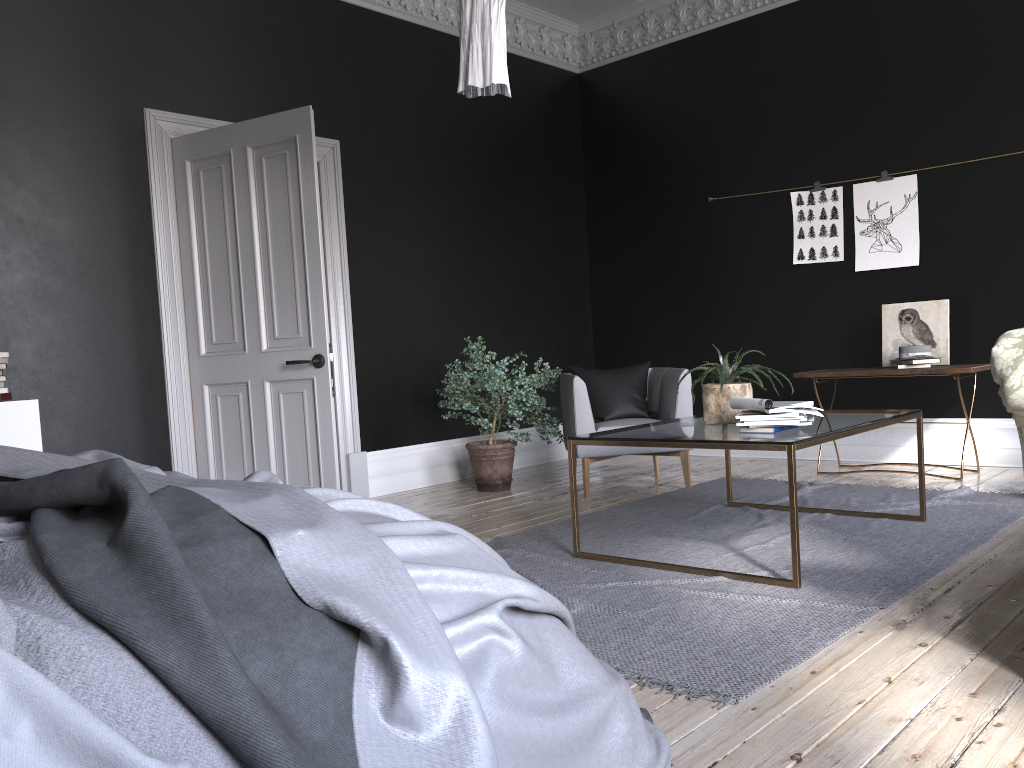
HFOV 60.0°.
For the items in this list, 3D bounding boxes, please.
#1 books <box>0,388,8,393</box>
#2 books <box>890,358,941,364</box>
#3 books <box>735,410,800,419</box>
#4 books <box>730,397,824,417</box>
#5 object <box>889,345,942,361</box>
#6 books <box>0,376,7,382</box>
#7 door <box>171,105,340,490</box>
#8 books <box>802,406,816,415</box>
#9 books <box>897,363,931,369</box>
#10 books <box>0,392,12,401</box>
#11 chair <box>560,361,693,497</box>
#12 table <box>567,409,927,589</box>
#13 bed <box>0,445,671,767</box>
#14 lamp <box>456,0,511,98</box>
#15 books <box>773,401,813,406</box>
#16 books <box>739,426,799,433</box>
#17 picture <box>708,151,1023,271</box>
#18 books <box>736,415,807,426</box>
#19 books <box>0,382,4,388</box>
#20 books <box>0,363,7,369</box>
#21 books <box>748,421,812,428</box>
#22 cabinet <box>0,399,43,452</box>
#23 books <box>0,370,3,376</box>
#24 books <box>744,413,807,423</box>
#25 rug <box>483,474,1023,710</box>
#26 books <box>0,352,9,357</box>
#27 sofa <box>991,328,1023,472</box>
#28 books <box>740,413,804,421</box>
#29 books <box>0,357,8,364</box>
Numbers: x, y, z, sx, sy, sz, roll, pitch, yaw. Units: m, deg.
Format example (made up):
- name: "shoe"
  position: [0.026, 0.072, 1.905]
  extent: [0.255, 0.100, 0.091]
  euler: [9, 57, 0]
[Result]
- name: "books"
  position: [-2.602, 0.040, 4.307]
  extent: [0.228, 0.025, 0.319]
  euler: [-5, 2, -37]
- name: "books"
  position: [2.667, -0.151, 5.877]
  extent: [0.193, 0.030, 0.289]
  euler: [-4, 2, -6]
- name: "books"
  position: [1.108, 0.126, 3.824]
  extent: [0.252, 0.011, 0.318]
  euler: [-3, 2, 19]
- name: "books"
  position: [1.155, 0.108, 3.887]
  extent: [0.273, 0.109, 0.322]
  euler: [-4, 2, -12]
- name: "object"
  position: [2.656, -0.207, 5.841]
  extent: [0.328, 0.087, 0.258]
  euler: [-3, 2, 9]
- name: "books"
  position: [-2.639, -0.016, 4.294]
  extent: [0.268, 0.029, 0.202]
  euler: [-3, 2, 13]
- name: "door"
  position: [-1.490, -0.313, 5.166]
  extent: [1.098, 2.376, 0.216]
  euler: [-2, 3, 30]
- name: "books"
  position: [1.455, 0.140, 4.601]
  extent: [0.193, 0.030, 0.289]
  euler: [-3, 2, 27]
- name: "books"
  position: [2.676, -0.124, 5.908]
  extent: [0.203, 0.029, 0.268]
  euler: [-3, 2, 23]
- name: "books"
  position: [-2.590, 0.071, 4.308]
  extent: [0.234, 0.038, 0.294]
  euler: [-4, 2, -20]
- name: "chair"
  position: [0.767, 0.281, 6.196]
  extent: [0.818, 0.863, 0.769]
  euler: [-4, 2, -7]
- name: "table"
  position: [1.159, 0.463, 4.246]
  extent: [1.093, 0.559, 1.447]
  euler: [-2, 3, 43]
- name: "bed"
  position: [-1.334, 0.334, 1.557]
  extent: [2.766, 1.299, 3.279]
  euler: [-2, 2, 31]
- name: "lamp"
  position: [-0.146, -2.012, 2.989]
  extent: [0.783, 2.051, 0.781]
  euler: [-4, 3, -4]
- name: "books"
  position: [1.408, 0.114, 4.647]
  extent: [0.220, 0.024, 0.307]
  euler: [-2, 2, 43]
- name: "books"
  position: [1.107, 0.186, 3.813]
  extent: [0.162, 0.023, 0.231]
  euler: [-2, 2, 43]
- name: "picture"
  position: [3.297, -1.223, 5.892]
  extent: [4.458, 0.772, 0.057]
  euler: [-2, 3, 43]
- name: "books"
  position: [1.124, 0.157, 3.826]
  extent: [0.252, 0.011, 0.318]
  euler: [-3, 2, 24]
- name: "books"
  position: [-2.628, 0.013, 4.292]
  extent: [0.229, 0.031, 0.318]
  euler: [-4, 2, -17]
- name: "books"
  position: [-2.637, -0.076, 4.294]
  extent: [0.289, 0.030, 0.192]
  euler: [-3, 2, 17]
- name: "books"
  position: [1.147, 0.165, 3.864]
  extent: [0.252, 0.011, 0.318]
  euler: [-3, 2, 9]
- name: "cabinet"
  position: [-3.211, 0.595, 3.488]
  extent: [0.570, 0.883, 2.394]
  euler: [-1, 3, 43]
- name: "books"
  position: [-2.651, -0.045, 4.293]
  extent: [0.289, 0.030, 0.193]
  euler: [-4, 2, -16]
- name: "books"
  position: [1.133, 0.145, 3.838]
  extent: [0.252, 0.011, 0.318]
  euler: [-3, 2, 14]
- name: "rug"
  position: [1.033, 0.736, 4.328]
  extent: [2.106, 0.050, 3.641]
  euler: [-2, 2, 43]
- name: "books"
  position: [-2.659, -0.132, 4.310]
  extent: [0.307, 0.024, 0.220]
  euler: [-3, 2, 18]
- name: "sofa"
  position: [2.671, 0.152, 2.657]
  extent: [1.606, 1.162, 2.810]
  euler: [-1, 3, 44]
- name: "books"
  position: [1.115, 0.136, 3.830]
  extent: [0.252, 0.011, 0.318]
  euler: [-3, 2, 14]
- name: "books"
  position: [-2.640, -0.106, 4.299]
  extent: [0.306, 0.030, 0.220]
  euler: [-4, 2, -17]
